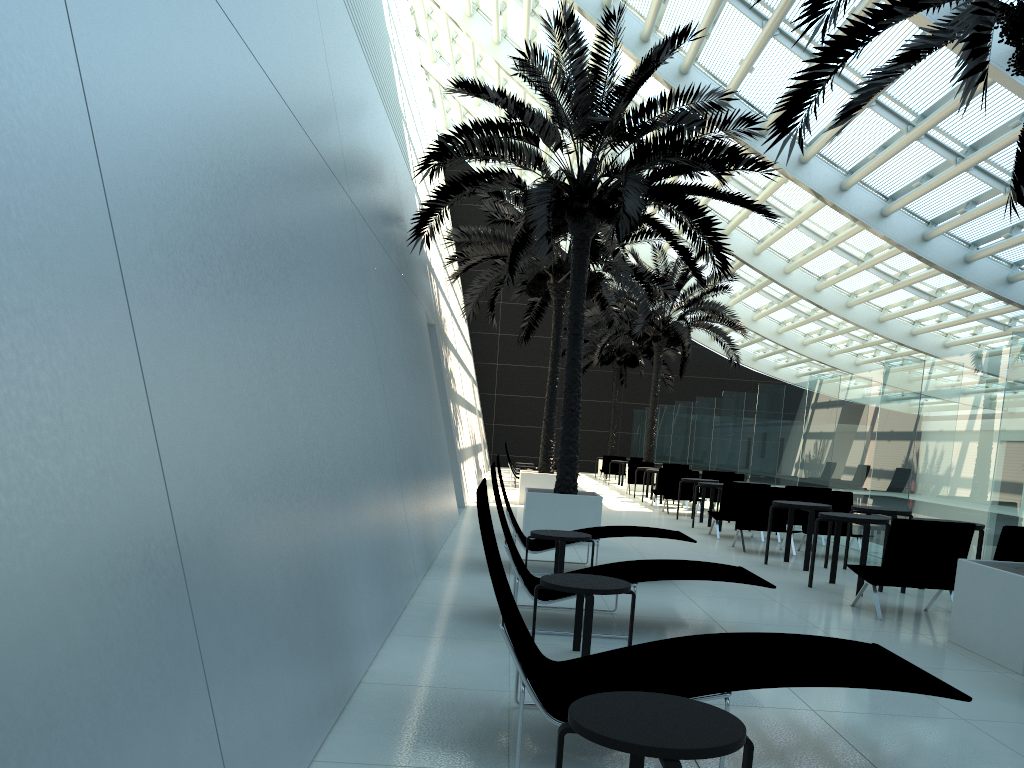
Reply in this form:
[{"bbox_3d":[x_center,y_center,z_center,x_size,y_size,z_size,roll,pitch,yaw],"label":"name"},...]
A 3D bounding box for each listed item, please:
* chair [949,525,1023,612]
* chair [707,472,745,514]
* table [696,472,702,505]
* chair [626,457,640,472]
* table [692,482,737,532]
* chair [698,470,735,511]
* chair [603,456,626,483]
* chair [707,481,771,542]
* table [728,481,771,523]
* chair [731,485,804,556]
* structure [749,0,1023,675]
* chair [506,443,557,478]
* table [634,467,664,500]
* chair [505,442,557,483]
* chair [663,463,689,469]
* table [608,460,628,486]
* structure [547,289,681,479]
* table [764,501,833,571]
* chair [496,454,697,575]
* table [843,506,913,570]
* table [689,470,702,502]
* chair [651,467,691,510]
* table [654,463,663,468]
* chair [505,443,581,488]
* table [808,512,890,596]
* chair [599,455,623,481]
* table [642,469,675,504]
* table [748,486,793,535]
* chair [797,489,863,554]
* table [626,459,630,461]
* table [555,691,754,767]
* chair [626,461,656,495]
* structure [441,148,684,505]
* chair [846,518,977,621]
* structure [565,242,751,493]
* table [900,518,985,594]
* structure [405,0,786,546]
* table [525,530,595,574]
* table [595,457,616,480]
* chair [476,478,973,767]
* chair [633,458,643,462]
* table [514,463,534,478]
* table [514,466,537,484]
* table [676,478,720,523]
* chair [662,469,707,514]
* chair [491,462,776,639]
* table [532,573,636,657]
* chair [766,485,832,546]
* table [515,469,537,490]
[{"bbox_3d":[4.450,1.680,7.817,0.716,0.896,0.879,4,2,0],"label":"chair"},{"bbox_3d":[4.411,2.246,17.550,0.716,0.896,0.879,4,2,0],"label":"chair"},{"bbox_3d":[4.422,2.472,20.429,0.673,0.789,0.680,6,4,42],"label":"table"},{"bbox_3d":[4.394,3.003,30.514,0.716,0.896,0.879,4,2,0],"label":"chair"},{"bbox_3d":[3.468,2.080,14.780,0.673,0.789,0.680,6,4,42],"label":"table"},{"bbox_3d":[4.421,2.346,19.247,0.716,0.896,0.879,4,2,0],"label":"chair"},{"bbox_3d":[3.453,2.843,28.808,0.716,0.896,0.879,4,2,0],"label":"chair"},{"bbox_3d":[3.505,1.957,13.598,0.716,0.896,0.879,4,2,0],"label":"chair"},{"bbox_3d":[4.441,2.229,16.255,0.673,0.789,0.679,6,3,38],"label":"table"},{"bbox_3d":[3.494,1.856,11.889,0.716,0.896,0.879,4,2,0],"label":"chair"},{"bbox_3d":[4.138,-1.520,5.804,4.799,7.094,4.414,5,4,18],"label":"structure"},{"bbox_3d":[0.779,2.510,28.463,2.036,1.170,0.913,4,3,0],"label":"chair"},{"bbox_3d":[3.459,2.493,21.850,0.673,0.789,0.679,6,3,38],"label":"table"},{"bbox_3d":[0.785,2.355,25.812,2.036,1.170,0.913,4,3,0],"label":"chair"},{"bbox_3d":[4.397,2.572,23.130,0.716,0.896,0.879,4,2,0],"label":"chair"},{"bbox_3d":[3.445,2.823,27.513,0.673,0.789,0.679,6,3,38],"label":"table"},{"bbox_3d":[4.092,0.071,33.075,4.467,7.092,4.744,2,4,-22],"label":"structure"},{"bbox_3d":[3.487,1.837,10.606,0.673,0.789,0.679,6,3,38],"label":"table"},{"bbox_3d":[0.827,1.378,9.056,2.036,1.170,0.913,4,3,0],"label":"chair"},{"bbox_3d":[4.455,1.900,10.616,0.673,0.789,0.679,6,3,38],"label":"table"},{"bbox_3d":[4.427,2.556,21.860,0.673,0.789,0.679,6,3,38],"label":"table"},{"bbox_3d":[3.491,2.286,19.237,0.716,0.896,0.879,4,2,0],"label":"chair"},{"bbox_3d":[4.413,2.886,27.523,0.673,0.789,0.679,6,3,38],"label":"table"},{"bbox_3d":[0.791,2.205,23.242,2.036,1.170,0.913,4,3,0],"label":"chair"},{"bbox_3d":[3.482,1.743,8.990,0.673,0.789,0.680,6,4,42],"label":"table"},{"bbox_3d":[3.463,2.943,30.505,0.716,0.896,0.879,4,2,0],"label":"chair"},{"bbox_3d":[3.454,2.409,20.419,0.673,0.789,0.680,6,4,42],"label":"table"},{"bbox_3d":[4.436,2.143,14.790,0.673,0.789,0.680,6,4,42],"label":"table"},{"bbox_3d":[4.425,1.917,11.899,0.716,0.896,0.879,4,2,0],"label":"chair"},{"bbox_3d":[4.394,3.129,31.697,0.680,0.789,0.672,1,4,-43],"label":"table"},{"bbox_3d":[0.440,1.314,2.789,0.548,0.522,0.554,5,2,42],"label":"table"},{"bbox_3d":[3.467,2.511,23.120,0.716,0.896,0.879,4,2,0],"label":"chair"},{"bbox_3d":[0.747,-0.992,17.488,4.250,6.966,4.621,6,5,33],"label":"structure"},{"bbox_3d":[3.519,1.619,7.808,0.716,0.896,0.879,4,2,0],"label":"chair"},{"bbox_3d":[4.086,-0.405,24.935,4.828,7.094,4.387,3,4,-7],"label":"structure"},{"bbox_3d":[4.450,1.805,9.000,0.673,0.789,0.680,6,4,42],"label":"table"},{"bbox_3d":[0.965,-1.298,11.497,4.653,6.905,4.219,2,4,-22],"label":"structure"},{"bbox_3d":[0.427,1.614,7.930,0.548,0.522,0.554,5,2,42],"label":"table"},{"bbox_3d":[3.426,3.066,31.687,0.680,0.789,0.672,1,4,-43],"label":"table"},{"bbox_3d":[0.839,1.078,3.915,2.036,1.170,0.913,4,3,0],"label":"chair"},{"bbox_3d":[4.383,2.903,28.818,0.716,0.896,0.879,4,2,0],"label":"chair"},{"bbox_3d":[0.379,2.745,27.337,0.548,0.522,0.554,5,2,42],"label":"table"},{"bbox_3d":[0.386,2.591,24.687,0.548,0.522,0.554,5,2,42],"label":"table"},{"bbox_3d":[3.473,2.166,16.245,0.673,0.789,0.679,6,3,38],"label":"table"},{"bbox_3d":[3.480,2.186,17.541,0.716,0.896,0.879,4,2,0],"label":"chair"},{"bbox_3d":[0.833,1.228,6.485,2.036,1.170,0.913,4,3,0],"label":"chair"},{"bbox_3d":[0.433,1.464,5.359,0.548,0.522,0.554,5,2,42],"label":"table"},{"bbox_3d":[4.435,2.017,13.608,0.716,0.896,0.879,4,2,0],"label":"chair"},{"bbox_3d":[0.392,2.441,22.116,0.549,0.522,0.554,5,2,38],"label":"table"}]
